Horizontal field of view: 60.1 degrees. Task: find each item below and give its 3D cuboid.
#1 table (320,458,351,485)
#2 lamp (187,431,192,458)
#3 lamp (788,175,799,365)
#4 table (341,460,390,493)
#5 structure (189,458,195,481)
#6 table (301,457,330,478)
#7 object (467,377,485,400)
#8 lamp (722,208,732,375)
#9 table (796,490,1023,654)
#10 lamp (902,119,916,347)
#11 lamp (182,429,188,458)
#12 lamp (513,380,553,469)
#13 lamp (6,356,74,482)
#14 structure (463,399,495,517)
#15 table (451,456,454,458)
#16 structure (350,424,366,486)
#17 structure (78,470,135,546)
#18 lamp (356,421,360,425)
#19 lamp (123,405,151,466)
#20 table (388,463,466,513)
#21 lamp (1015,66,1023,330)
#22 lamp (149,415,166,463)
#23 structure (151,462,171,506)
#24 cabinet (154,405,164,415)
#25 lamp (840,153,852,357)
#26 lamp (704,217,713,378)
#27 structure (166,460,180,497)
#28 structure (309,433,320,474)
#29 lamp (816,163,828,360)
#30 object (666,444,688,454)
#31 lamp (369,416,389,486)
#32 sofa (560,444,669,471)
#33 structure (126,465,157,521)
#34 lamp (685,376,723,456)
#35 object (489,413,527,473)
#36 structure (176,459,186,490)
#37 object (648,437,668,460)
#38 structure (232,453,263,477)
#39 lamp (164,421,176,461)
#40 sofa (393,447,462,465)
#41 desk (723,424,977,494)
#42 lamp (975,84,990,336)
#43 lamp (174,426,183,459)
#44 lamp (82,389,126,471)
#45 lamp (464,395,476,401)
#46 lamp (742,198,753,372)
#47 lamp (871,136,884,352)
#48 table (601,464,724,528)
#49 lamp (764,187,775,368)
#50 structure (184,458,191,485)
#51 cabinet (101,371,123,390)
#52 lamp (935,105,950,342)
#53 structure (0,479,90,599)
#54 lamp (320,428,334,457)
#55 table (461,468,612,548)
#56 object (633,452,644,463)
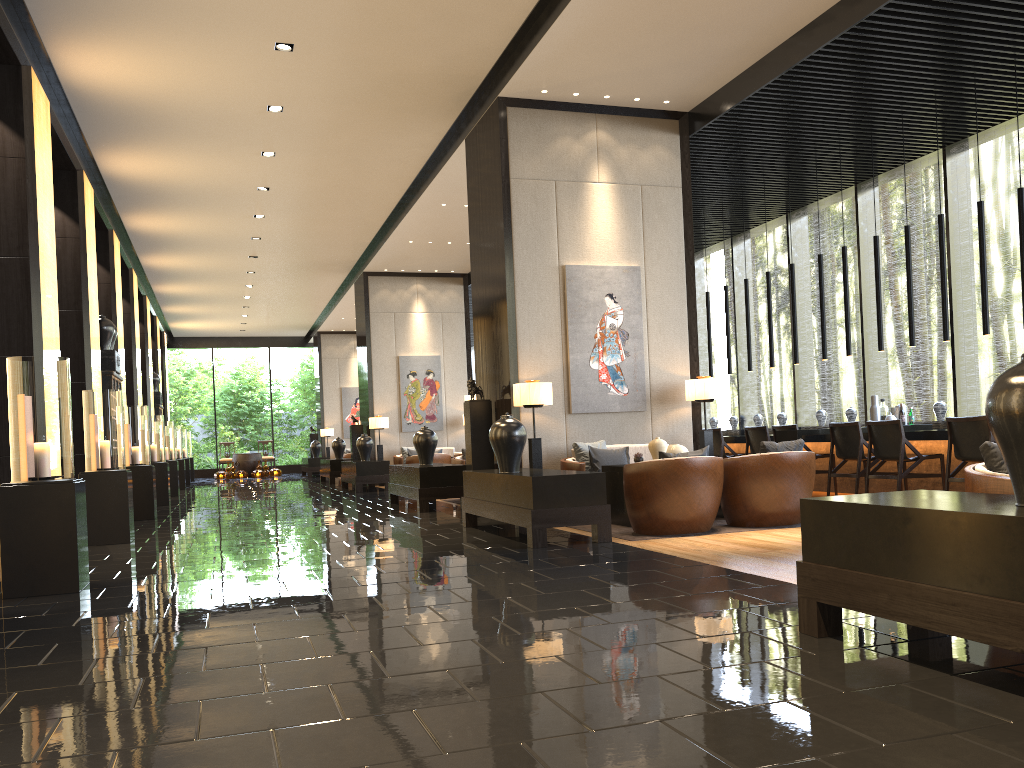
[{"bbox_3d":[-3.830,1.914,19.557,0.619,0.512,1.964,-2,-3,-18],"label":"table"},{"bbox_3d":[-9.177,1.703,24.870,0.336,0.729,0.337,-2,-1,-31],"label":"lamp"},{"bbox_3d":[3.520,-1.454,11.116,0.060,2.419,0.060,-2,0,-23],"label":"lamp"},{"bbox_3d":[-2.636,1.634,15.879,0.619,0.512,1.964,-2,-3,-18],"label":"table"},{"bbox_3d":[-9.144,2.403,24.864,0.402,0.657,0.403,-2,-1,-18],"label":"structure"},{"bbox_3d":[-5.409,2.286,24.424,0.619,0.512,1.964,-2,-3,-18],"label":"table"},{"bbox_3d":[-0.387,0.053,9.259,0.176,0.246,0.116,-2,-1,-18],"label":"object"},{"bbox_3d":[3.044,-1.342,12.584,0.060,2.419,0.060,-2,0,-23],"label":"lamp"},{"bbox_3d":[1.687,0.618,2.560,0.619,0.512,1.964,-2,-3,-18],"label":"table"},{"bbox_3d":[4.128,-1.597,9.243,0.060,2.419,0.060,-2,0,-23],"label":"lamp"},{"bbox_3d":[-8.271,1.490,22.077,0.336,0.729,0.337,-2,-1,-16],"label":"lamp"},{"bbox_3d":[0.224,0.642,8.504,0.375,1.347,0.374,-3,0,33],"label":"lamp"},{"bbox_3d":[-2.832,0.212,5.320,0.337,0.729,0.336,-3,-1,45],"label":"lamp"},{"bbox_3d":[-0.336,0.778,9.260,0.240,1.217,0.240,-2,0,-18],"label":"structure"},{"bbox_3d":[-1.366,1.618,16.464,1.041,0.517,0.576,-2,-2,-18],"label":"table"},{"bbox_3d":[-3.102,1.428,17.781,0.240,1.217,0.240,-2,0,-18],"label":"structure"},{"bbox_3d":[-3.706,1.125,8.106,0.402,0.657,0.403,-2,-1,-18],"label":"structure"},{"bbox_3d":[-3.090,1.419,18.714,0.375,1.350,0.375,-2,0,1],"label":"lamp"},{"bbox_3d":[-4.645,0.638,10.906,0.336,0.729,0.337,-2,-1,-13],"label":"lamp"},{"bbox_3d":[-1.064,1.265,11.036,0.619,0.512,1.964,-2,-3,-18],"label":"table"},{"bbox_3d":[4.557,-1.698,7.923,0.060,2.419,0.060,-2,0,-23],"label":"lamp"},{"bbox_3d":[-5.551,0.851,13.699,0.336,0.729,0.337,-2,-1,-16],"label":"lamp"},{"bbox_3d":[-5.518,1.551,13.692,0.402,0.657,0.403,-2,-1,-18],"label":"structure"},{"bbox_3d":[-8.382,1.474,20.549,0.547,1.922,1.189,-2,-1,-18],"label":"cabinet"},{"bbox_3d":[3.824,-1.526,10.182,0.060,2.419,0.060,-2,0,-23],"label":"lamp"},{"bbox_3d":[2.887,-1.306,13.067,0.060,2.419,0.060,-2,0,-23],"label":"lamp"},{"bbox_3d":[-6.425,1.764,16.485,0.402,0.657,0.403,-2,-1,-18],"label":"structure"},{"bbox_3d":[-5.875,2.080,26.325,0.240,1.217,0.240,-2,0,-18],"label":"structure"},{"bbox_3d":[3.690,-1.494,10.592,0.060,2.419,0.060,-2,0,-23],"label":"lamp"},{"bbox_3d":[1.473,0.629,8.004,0.245,0.168,0.246,-2,-3,-15],"label":"object"},{"bbox_3d":[-2.532,1.288,16.994,0.375,1.350,0.375,-2,0,1],"label":"lamp"},{"bbox_3d":[1.156,0.942,8.714,1.448,0.693,0.604,-2,-2,-18],"label":"sofa"},{"bbox_3d":[-4.612,1.338,10.899,0.402,0.657,0.403,-2,-1,-18],"label":"structure"},{"bbox_3d":[1.994,0.599,9.080,0.375,1.350,0.375,-3,0,11],"label":"lamp"},{"bbox_3d":[-0.031,0.481,7.243,0.311,0.492,0.312,-3,-1,1],"label":"object"},{"bbox_3d":[-7.331,1.977,19.278,0.402,0.657,0.403,-2,-1,-18],"label":"structure"},{"bbox_3d":[1.302,0.592,7.889,0.171,0.236,0.171,-3,-1,17],"label":"object"},{"bbox_3d":[-7.898,2.422,26.434,0.873,0.710,0.876,-1,-3,-30],"label":"structure"},{"bbox_3d":[-6.458,1.064,16.492,0.336,0.729,0.337,-2,-1,-16],"label":"lamp"},{"bbox_3d":[-1.583,1.586,17.153,1.448,0.693,0.604,-2,-2,-18],"label":"sofa"},{"bbox_3d":[2.285,1.214,14.430,1.779,0.759,28.791,-1,-4,-18],"label":"desk"},{"bbox_3d":[4.419,-1.666,8.347,0.060,2.419,0.060,-2,0,-23],"label":"lamp"},{"bbox_3d":[-7.364,1.277,19.285,0.336,0.729,0.337,-2,-1,-16],"label":"lamp"},{"bbox_3d":[-3.738,0.425,8.113,0.337,0.729,0.336,-3,-1,45],"label":"lamp"},{"bbox_3d":[-0.334,0.787,10.224,0.375,1.318,0.374,-3,0,26],"label":"lamp"},{"bbox_3d":[3.202,-1.380,12.096,0.060,2.419,0.060,-2,0,-23],"label":"lamp"},{"bbox_3d":[3.985,-1.564,9.685,0.060,2.419,0.060,-2,0,-23],"label":"lamp"},{"bbox_3d":[1.406,0.967,7.923,1.041,0.517,0.576,-2,-2,-18],"label":"table"},{"bbox_3d":[3.361,-1.417,11.607,0.060,2.419,0.060,-2,0,-23],"label":"lamp"},{"bbox_3d":[-8.238,2.190,22.071,0.402,0.657,0.403,-2,-1,-18],"label":"structure"},{"bbox_3d":[-5.660,0.834,12.162,0.547,1.922,1.189,-2,-1,-18],"label":"cabinet"},{"bbox_3d":[4.269,-1.630,8.808,0.060,2.419,0.060,-2,0,-23],"label":"lamp"},{"bbox_3d":[-2.799,0.912,5.314,0.402,0.657,0.403,-2,-1,-18],"label":"structure"},{"bbox_3d":[-5.308,1.940,25.547,0.375,1.350,0.375,-3,0,11],"label":"lamp"},{"bbox_3d":[0.129,0.984,7.358,0.619,0.512,1.964,-2,-3,-18],"label":"table"},{"bbox_3d":[1.134,0.664,7.928,0.091,0.112,0.091,-4,-2,34],"label":"object"}]
